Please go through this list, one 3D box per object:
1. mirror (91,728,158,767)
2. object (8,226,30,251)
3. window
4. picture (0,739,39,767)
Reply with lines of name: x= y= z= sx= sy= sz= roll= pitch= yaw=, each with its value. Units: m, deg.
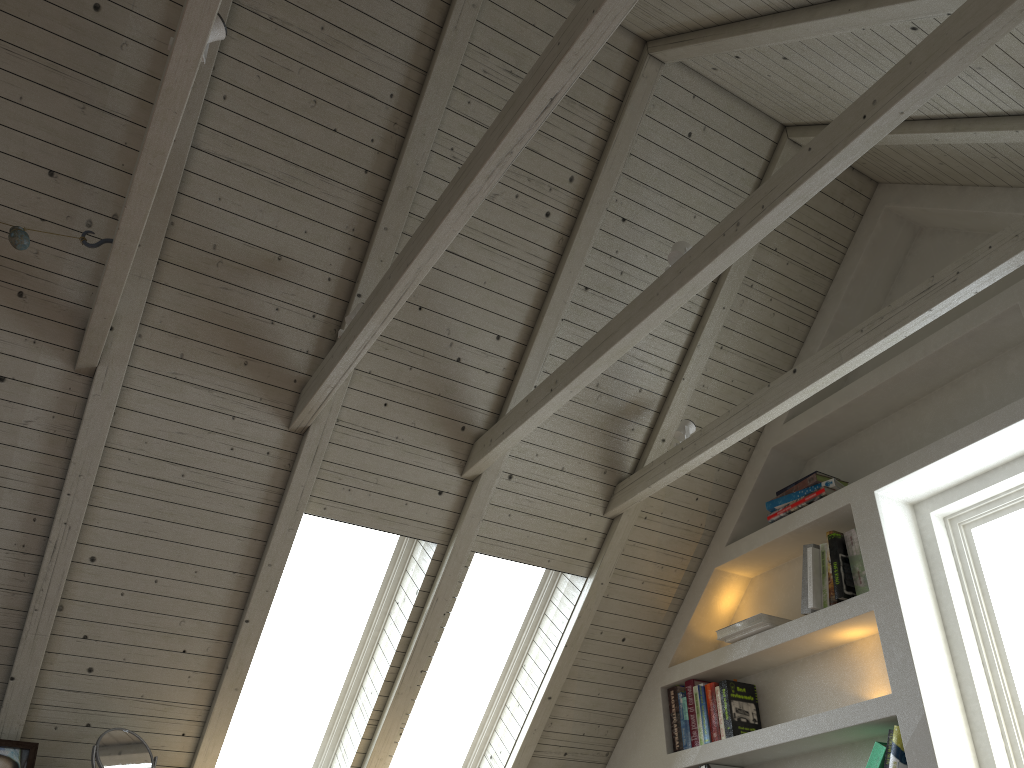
mirror: x=-1.168 y=1.184 z=2.628 sx=0.113 sy=0.301 sz=0.218 roll=-7 pitch=-31 yaw=9
object: x=-1.174 y=-0.354 z=1.859 sx=0.288 sy=0.063 sz=0.062 roll=19 pitch=-36 yaw=-29
window: x=0.239 y=0.973 z=2.809 sx=3.158 sy=1.300 sz=1.452 roll=-23 pitch=-37 yaw=30
picture: x=-1.496 y=1.151 z=2.513 sx=0.205 sy=0.245 sz=0.152 roll=21 pitch=-37 yaw=-32
